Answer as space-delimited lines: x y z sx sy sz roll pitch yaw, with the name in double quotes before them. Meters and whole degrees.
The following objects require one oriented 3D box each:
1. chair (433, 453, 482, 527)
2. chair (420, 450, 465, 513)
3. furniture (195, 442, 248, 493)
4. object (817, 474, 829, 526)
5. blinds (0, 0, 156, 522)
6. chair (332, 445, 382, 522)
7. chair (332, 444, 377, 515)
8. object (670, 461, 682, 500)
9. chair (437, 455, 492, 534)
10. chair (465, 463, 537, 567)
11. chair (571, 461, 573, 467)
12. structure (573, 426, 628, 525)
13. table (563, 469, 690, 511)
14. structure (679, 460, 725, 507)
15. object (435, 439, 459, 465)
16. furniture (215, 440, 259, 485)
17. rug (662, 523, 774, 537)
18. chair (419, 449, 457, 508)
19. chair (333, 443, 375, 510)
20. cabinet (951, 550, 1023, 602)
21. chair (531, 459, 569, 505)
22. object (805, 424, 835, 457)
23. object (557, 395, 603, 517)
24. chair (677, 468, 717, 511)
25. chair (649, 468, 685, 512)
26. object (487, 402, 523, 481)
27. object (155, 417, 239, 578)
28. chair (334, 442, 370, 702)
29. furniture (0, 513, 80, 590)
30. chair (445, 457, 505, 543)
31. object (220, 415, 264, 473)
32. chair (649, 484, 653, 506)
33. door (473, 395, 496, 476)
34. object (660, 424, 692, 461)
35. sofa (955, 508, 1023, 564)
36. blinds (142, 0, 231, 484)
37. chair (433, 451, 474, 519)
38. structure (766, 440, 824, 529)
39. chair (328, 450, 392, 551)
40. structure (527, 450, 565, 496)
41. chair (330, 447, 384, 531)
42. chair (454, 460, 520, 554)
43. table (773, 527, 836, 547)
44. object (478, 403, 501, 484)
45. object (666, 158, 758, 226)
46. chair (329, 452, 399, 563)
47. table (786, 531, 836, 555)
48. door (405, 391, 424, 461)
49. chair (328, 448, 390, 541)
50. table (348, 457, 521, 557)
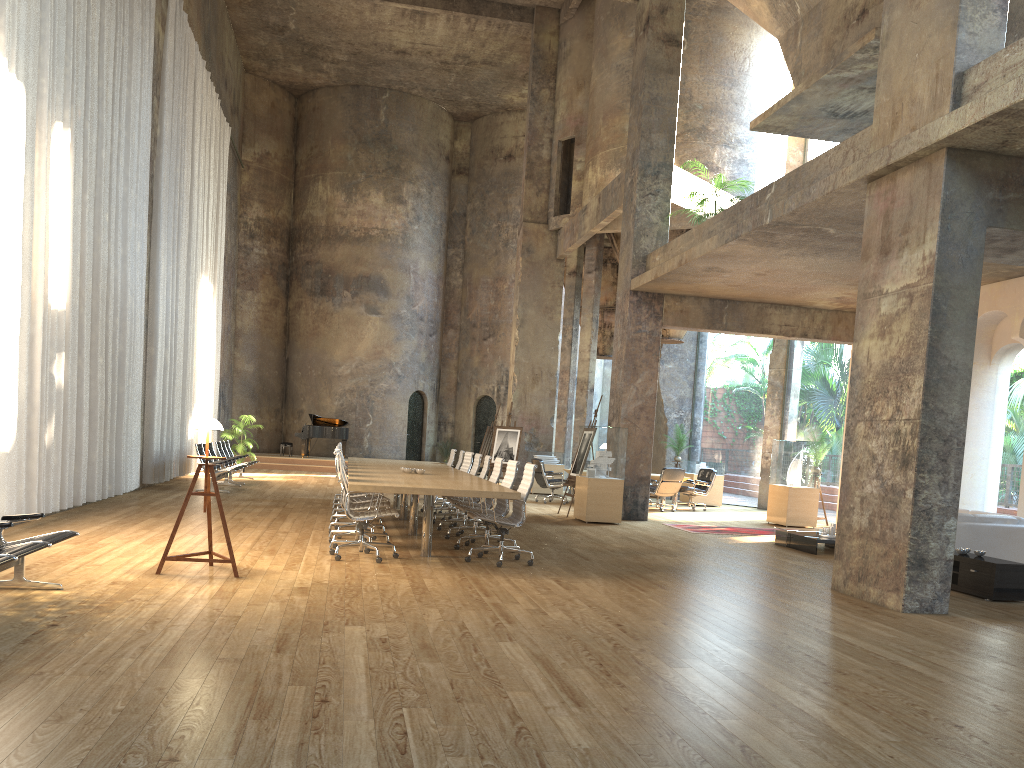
"chair" -0.775 1.485 12.480 0.699 1.032 0.661 3 2 -5
"chair" -1.107 1.573 14.232 0.699 1.032 0.661 3 2 -2
"furniture" -5.364 1.526 16.275 0.709 0.845 1.863 3 -2 -10
"object" 5.568 2.157 16.495 0.567 0.979 0.659 6 3 44
"blinds" -5.151 -2.811 10.396 0.275 8.697 7.785 3 1 -9
"chair" -2.129 1.378 12.121 0.699 1.032 0.661 3 2 -2
"chair" -2.297 1.422 13.001 0.699 1.032 0.661 3 2 -5
"object" 4.060 2.359 21.257 0.568 0.978 0.658 5 2 26
"chair" -0.616 1.441 11.616 0.699 1.032 0.661 3 2 -2
"chair" -0.105 1.304 8.907 0.699 1.032 0.661 3 2 -5
"chair" 1.608 2.099 18.884 0.730 0.898 0.817 3 1 -4
"structure" 1.427 1.471 14.266 0.595 1.558 0.737 3 3 -11
"table" 2.334 2.200 18.257 2.413 0.704 1.099 4 -1 -11
"structure" 4.385 2.298 20.293 0.736 1.021 0.739 3 2 -11
"object" -2.143 2.286 29.019 0.912 0.997 0.903 4 1 1
"furniture" -5.803 1.644 18.615 0.709 0.845 1.863 3 -2 -10
"rug" 3.823 2.389 14.274 2.466 0.009 1.340 4 -4 -11
"chair" -1.300 1.613 15.073 0.699 1.032 0.661 3 2 -5
"chair" -2.468 1.468 13.900 0.699 1.032 0.661 3 2 -7
"cabinet" 4.609 1.941 9.146 0.396 0.371 1.555 4 -3 -10
"chair" 0.813 1.992 17.970 0.822 0.898 0.725 3 1 -14
"object" 5.686 1.209 16.444 0.689 0.945 0.854 3 1 -20
"object" 1.260 1.241 15.116 0.685 2.161 0.695 3 3 -12
"chair" 3.802 2.213 18.527 0.822 0.898 0.725 3 1 -16
"chair" 2.967 2.108 17.670 0.731 0.898 0.815 3 1 -37
"object" -0.127 1.459 20.005 0.699 2.161 0.682 5 4 21
"object" -2.443 0.926 7.214 0.568 1.306 0.657 5 3 23
"chair" 0.156 1.725 15.304 12.969 1.037 31.367 4 -4 -10
"furniture" -3.247 0.973 5.286 0.709 0.845 1.863 3 -2 -10
"chair" -0.448 1.396 10.736 0.699 1.032 0.661 3 2 -5
"object" -6.784 1.488 21.982 1.094 1.466 1.121 3 1 -20
"chair" 2.703 2.180 19.092 0.730 0.898 0.817 3 1 -10
"door" -0.859 1.689 28.778 0.897 2.649 0.111 6 5 31
"object" 3.952 1.399 21.237 0.859 0.946 0.684 3 1 -8
"sofa" 4.975 1.934 11.546 2.067 0.725 2.916 4 -3 -11
"blinds" -6.739 -2.382 18.867 0.275 8.697 7.785 3 1 -9
"chair" -0.941 1.531 13.395 0.700 1.032 0.661 3 2 -11
"structure" 5.109 1.803 15.902 0.595 1.558 0.737 3 3 -11
"chair" -1.630 1.246 9.506 0.699 1.032 0.661 3 2 -2
"structure" 0.792 2.114 20.936 0.744 1.021 0.730 3 2 -11
"chair" -1.970 1.334 11.257 0.699 1.032 0.661 3 2 -5
"chair" -0.277 1.351 9.837 0.699 1.032 0.661 3 2 -7
"table" 4.185 2.182 12.434 0.861 0.248 0.368 4 -1 -11
"object" -0.578 1.545 21.837 0.683 2.161 0.698 4 4 15
"object" 3.253 -2.604 14.209 1.402 1.821 1.349 3 1 -5
"chair" -1.442 1.206 8.665 0.699 1.032 0.661 3 2 -5
"table" 4.252 2.186 12.074 0.791 0.203 1.105 4 -3 -11
"door" -3.170 1.349 28.332 0.091 2.312 0.902 7 4 38
"chair" -1.787 1.289 10.345 0.700 1.032 0.661 3 2 -11
"table" -1.430 1.541 11.939 1.603 0.762 7.681 4 -3 -10
